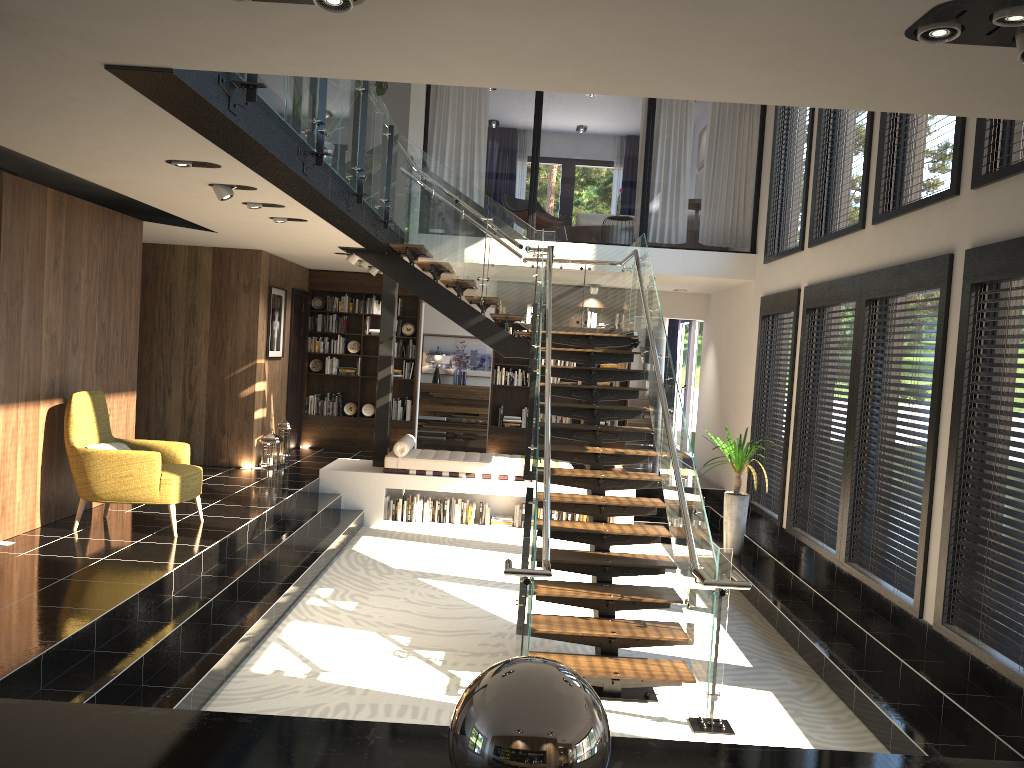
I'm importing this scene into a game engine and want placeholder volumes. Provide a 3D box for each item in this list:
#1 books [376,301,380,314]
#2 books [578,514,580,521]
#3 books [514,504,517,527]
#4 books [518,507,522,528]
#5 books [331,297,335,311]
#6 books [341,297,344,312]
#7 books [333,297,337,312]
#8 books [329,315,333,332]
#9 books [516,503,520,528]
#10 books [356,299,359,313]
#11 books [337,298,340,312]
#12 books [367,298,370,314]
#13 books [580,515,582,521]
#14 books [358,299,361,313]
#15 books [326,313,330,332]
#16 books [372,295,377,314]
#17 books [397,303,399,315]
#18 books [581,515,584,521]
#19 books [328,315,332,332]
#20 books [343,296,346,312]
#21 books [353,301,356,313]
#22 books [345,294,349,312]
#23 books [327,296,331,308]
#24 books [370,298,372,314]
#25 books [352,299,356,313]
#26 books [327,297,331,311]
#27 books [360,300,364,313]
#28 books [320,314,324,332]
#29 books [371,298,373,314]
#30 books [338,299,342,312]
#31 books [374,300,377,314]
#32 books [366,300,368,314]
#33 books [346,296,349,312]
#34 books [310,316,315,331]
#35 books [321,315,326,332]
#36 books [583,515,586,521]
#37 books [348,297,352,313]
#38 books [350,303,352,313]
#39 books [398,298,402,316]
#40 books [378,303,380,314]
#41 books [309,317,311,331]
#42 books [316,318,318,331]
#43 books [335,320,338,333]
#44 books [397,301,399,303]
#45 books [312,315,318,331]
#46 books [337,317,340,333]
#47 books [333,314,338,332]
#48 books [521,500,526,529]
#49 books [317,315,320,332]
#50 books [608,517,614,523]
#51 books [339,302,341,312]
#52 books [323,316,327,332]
[{"bbox_3d":[-2.040,-1.159,13.482,0.027,0.208,0.202,4,2,0],"label":"books"},{"bbox_3d":[0.806,1.637,10.782,0.023,0.283,0.175,4,3,0],"label":"books"},{"bbox_3d":[0.043,1.599,10.814,0.026,0.263,0.156,4,3,0],"label":"books"},{"bbox_3d":[0.098,1.622,10.804,0.027,0.226,0.165,4,3,0],"label":"books"},{"bbox_3d":[-2.714,-1.207,13.458,0.026,0.222,0.202,4,2,0],"label":"books"},{"bbox_3d":[-2.548,-1.201,13.442,0.039,0.230,0.205,4,2,0],"label":"books"},{"bbox_3d":[-2.671,-1.202,13.465,0.059,0.216,0.159,4,3,0],"label":"books"},{"bbox_3d":[-2.738,-0.911,13.475,0.032,0.255,0.160,4,3,0],"label":"books"},{"bbox_3d":[0.071,1.597,10.787,0.030,0.273,0.168,4,3,0],"label":"books"},{"bbox_3d":[-2.339,-1.179,13.462,0.027,0.212,0.180,4,2,0],"label":"books"},{"bbox_3d":[-2.635,-1.198,13.472,0.014,0.212,0.184,4,2,0],"label":"books"},{"bbox_3d":[-2.160,-1.181,13.463,0.033,0.237,0.231,4,2,0],"label":"books"},{"bbox_3d":[0.829,1.628,10.785,0.021,0.302,0.167,4,3,0],"label":"books"},{"bbox_3d":[-2.305,-1.177,13.455,0.039,0.212,0.171,4,3,0],"label":"books"},{"bbox_3d":[-2.798,-0.931,13.469,0.015,0.288,0.154,4,3,0],"label":"books"},{"bbox_3d":[-2.076,-1.193,13.413,0.011,0.276,0.287,4,2,0],"label":"books"},{"bbox_3d":[-1.721,-1.128,13.475,0.027,0.186,0.220,4,2,0],"label":"books"},{"bbox_3d":[0.851,1.639,10.783,0.025,0.285,0.164,4,3,0],"label":"books"},{"bbox_3d":[-2.763,-0.916,13.449,0.019,0.264,0.175,4,3,0],"label":"books"},{"bbox_3d":[-2.516,-1.203,13.430,0.025,0.239,0.220,4,2,0],"label":"books"},{"bbox_3d":[-2.368,-1.161,13.444,0.029,0.172,0.187,4,2,0],"label":"books"},{"bbox_3d":[-2.496,-1.221,13.428,0.012,0.278,0.227,4,3,0],"label":"books"},{"bbox_3d":[-2.778,-1.218,13.469,0.017,0.234,0.199,4,2,0],"label":"books"},{"bbox_3d":[-2.124,-1.179,13.438,0.013,0.239,0.255,4,2,0],"label":"books"},{"bbox_3d":[-2.396,-1.186,13.476,0.030,0.218,0.165,4,3,0],"label":"books"},{"bbox_3d":[-2.759,-1.206,13.433,0.024,0.216,0.210,4,2,0],"label":"books"},{"bbox_3d":[-2.275,-1.170,13.441,0.023,0.202,0.201,4,2,0],"label":"books"},{"bbox_3d":[-2.883,-0.926,13.455,0.022,0.267,0.197,4,3,0],"label":"books"},{"bbox_3d":[-2.100,-1.179,13.459,0.035,0.241,0.208,4,2,0],"label":"books"},{"bbox_3d":[-2.616,-1.193,13.489,0.025,0.203,0.156,4,3,0],"label":"books"},{"bbox_3d":[-2.062,-1.164,13.465,0.019,0.216,0.214,4,2,0],"label":"books"},{"bbox_3d":[-2.188,-1.166,13.452,0.021,0.204,0.224,4,2,0],"label":"books"},{"bbox_3d":[-2.480,-1.204,13.453,0.020,0.245,0.228,4,2,0],"label":"books"},{"bbox_3d":[-3.031,-0.917,13.467,0.023,0.231,0.143,4,3,0],"label":"books"},{"bbox_3d":[-2.859,-0.921,13.460,0.027,0.261,0.181,4,3,0],"label":"books"},{"bbox_3d":[0.875,1.659,10.760,0.025,0.249,0.208,4,2,0],"label":"books"},{"bbox_3d":[-2.460,-1.198,13.464,0.020,0.235,0.206,4,2,0],"label":"books"},{"bbox_3d":[-2.433,-1.155,13.488,0.040,0.149,0.125,4,2,0],"label":"books"},{"bbox_3d":[-1.699,-1.164,13.450,0.013,0.262,0.217,4,3,0],"label":"books"},{"bbox_3d":[-2.010,-1.139,13.480,0.034,0.171,0.158,4,2,0],"label":"books"},{"bbox_3d":[-3.054,-0.911,13.486,0.023,0.215,0.148,4,3,0],"label":"books"},{"bbox_3d":[-2.943,-0.898,13.461,0.025,0.204,0.192,4,2,0],"label":"books"},{"bbox_3d":[-2.656,-0.872,13.447,0.025,0.188,0.181,4,2,0],"label":"books"},{"bbox_3d":[-1.752,-1.147,13.500,0.037,0.218,0.144,4,3,0],"label":"books"},{"bbox_3d":[-2.986,-0.927,13.486,0.066,0.255,0.127,4,3,0],"label":"books"},{"bbox_3d":[-2.628,-0.897,13.481,0.028,0.240,0.148,4,3,0],"label":"books"},{"bbox_3d":[-2.682,-0.916,13.457,0.033,0.273,0.189,4,3,0],"label":"books"},{"bbox_3d":[0.135,1.580,10.773,0.043,0.317,0.209,4,3,0],"label":"books"},{"bbox_3d":[-2.911,-0.921,13.459,0.035,0.255,0.183,4,3,0],"label":"books"},{"bbox_3d":[1.199,1.671,10.758,0.037,0.264,0.272,4,2,0],"label":"books"},{"bbox_3d":[-2.587,-1.166,13.462,0.035,0.156,0.186,4,2,0],"label":"books"},{"bbox_3d":[-2.827,-0.909,13.441,0.039,0.243,0.179,4,3,0],"label":"books"}]
